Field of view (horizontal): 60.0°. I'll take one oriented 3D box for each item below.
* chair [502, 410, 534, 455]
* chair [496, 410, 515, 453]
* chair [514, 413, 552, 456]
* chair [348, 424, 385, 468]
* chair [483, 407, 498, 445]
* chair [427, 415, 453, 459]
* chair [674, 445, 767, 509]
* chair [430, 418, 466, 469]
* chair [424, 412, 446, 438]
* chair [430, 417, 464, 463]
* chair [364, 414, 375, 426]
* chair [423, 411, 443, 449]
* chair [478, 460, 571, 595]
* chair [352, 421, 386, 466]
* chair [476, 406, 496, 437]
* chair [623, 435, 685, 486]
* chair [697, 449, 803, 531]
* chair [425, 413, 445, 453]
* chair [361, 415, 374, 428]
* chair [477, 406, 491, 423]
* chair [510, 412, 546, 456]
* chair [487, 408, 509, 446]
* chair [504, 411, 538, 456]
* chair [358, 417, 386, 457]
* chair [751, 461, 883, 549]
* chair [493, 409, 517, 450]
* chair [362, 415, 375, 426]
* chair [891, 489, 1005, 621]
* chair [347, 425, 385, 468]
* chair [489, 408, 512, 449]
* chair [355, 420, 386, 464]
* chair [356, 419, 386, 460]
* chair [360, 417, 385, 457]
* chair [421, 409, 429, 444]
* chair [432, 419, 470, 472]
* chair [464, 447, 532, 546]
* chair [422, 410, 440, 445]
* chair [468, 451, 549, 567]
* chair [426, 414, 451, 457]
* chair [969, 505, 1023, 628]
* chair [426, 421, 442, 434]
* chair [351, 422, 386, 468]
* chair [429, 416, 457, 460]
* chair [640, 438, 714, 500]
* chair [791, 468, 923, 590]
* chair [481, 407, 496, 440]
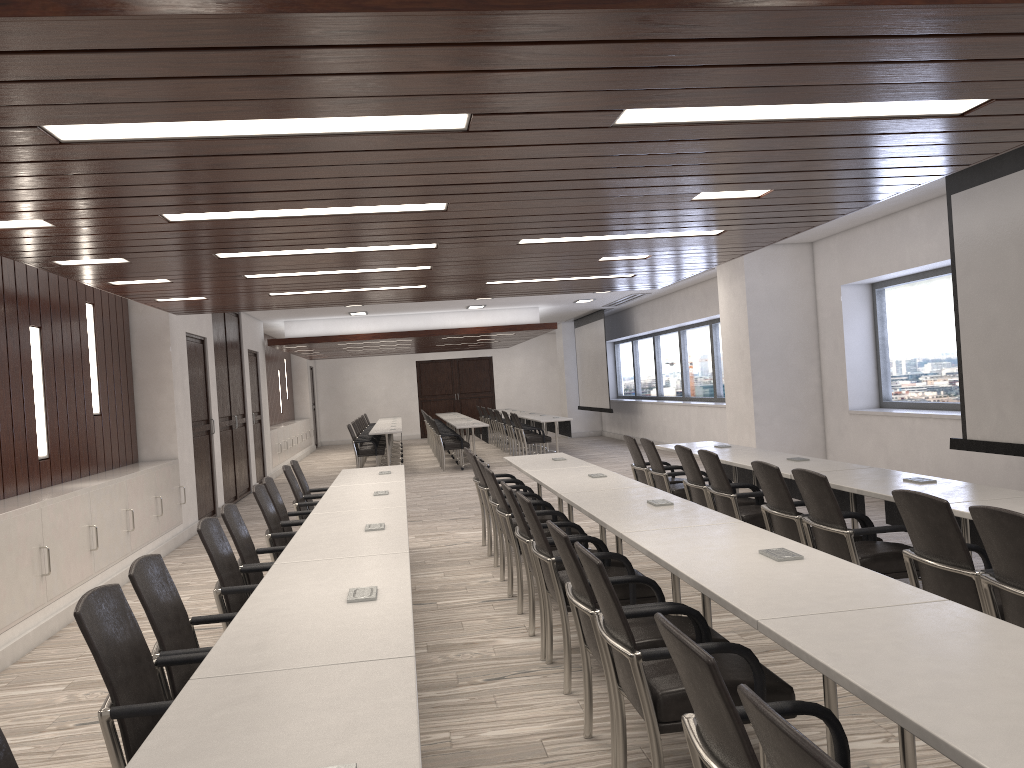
[{"bbox_3d":[0.138,0.990,18.204,0.638,0.939,0.513,-4,0,-8],"label":"chair"},{"bbox_3d":[-0.003,0.998,19.185,0.638,0.939,0.513,-4,0,-7],"label":"chair"},{"bbox_3d":[0.378,0.976,16.171,0.638,0.939,0.513,-4,0,-6],"label":"chair"},{"bbox_3d":[-2.664,1.179,16.307,0.638,0.939,0.513,-4,0,-8],"label":"chair"},{"bbox_3d":[-0.384,1.021,22.205,0.638,0.939,0.513,-4,0,-8],"label":"chair"},{"bbox_3d":[-1.480,1.097,19.001,0.638,0.939,0.513,-4,0,-7],"label":"chair"},{"bbox_3d":[1.591,0.903,6.671,0.638,0.939,0.513,-4,0,-7],"label":"chair"},{"bbox_3d":[-1.171,1.079,16.508,0.638,0.939,0.513,-4,0,-8],"label":"chair"},{"bbox_3d":[-1.731,1.112,21.034,0.638,0.939,0.513,-4,0,-7],"label":"chair"},{"bbox_3d":[-1.281,1.085,17.492,0.638,0.939,0.513,-4,0,-8],"label":"chair"},{"bbox_3d":[-3.549,1.232,23.337,0.638,0.939,0.513,-4,0,-7],"label":"chair"},{"bbox_3d":[-1.860,1.120,22.025,0.638,0.939,0.513,-4,0,-7],"label":"chair"},{"bbox_3d":[0.099,1.003,6.474,0.638,0.939,0.513,-4,0,-7],"label":"chair"},{"bbox_3d":[-2.854,1.190,17.832,0.638,0.939,0.513,-4,0,-7],"label":"chair"},{"bbox_3d":[-0.632,1.036,24.233,0.638,0.939,0.513,-4,0,-7],"label":"chair"},{"bbox_3d":[1.389,0.915,8.175,0.638,0.939,0.513,-4,0,-7],"label":"chair"},{"bbox_3d":[1.661,0.899,6.153,0.638,0.939,0.513,-4,0,-7],"label":"chair"},{"bbox_3d":[-1.675,1.109,20.513,0.638,0.939,0.513,-4,0,-7],"label":"chair"},{"bbox_3d":[-3.366,1.221,21.827,0.638,0.939,0.513,-4,0,-8],"label":"chair"},{"bbox_3d":[-0.576,1.032,23.715,0.638,0.939,0.513,-4,0,-6],"label":"chair"},{"bbox_3d":[0.313,0.979,16.690,0.638,0.939,0.513,-4,0,-8],"label":"chair"},{"bbox_3d":[-0.241,1.012,21.216,0.638,0.939,0.513,-4,0,-8],"label":"chair"},{"bbox_3d":[0.186,0.987,17.683,0.638,0.939,0.513,-4,0,-7],"label":"chair"},{"bbox_3d":[-3.180,1.210,20.316,0.638,0.939,0.513,-4,0,-7],"label":"chair"},{"bbox_3d":[1.773,0.893,5.158,0.638,0.939,0.513,-4,0,-7],"label":"chair"},{"bbox_3d":[-0.066,1.002,19.706,0.638,0.939,0.513,-4,0,-7],"label":"chair"},{"bbox_3d":[-3.432,1.225,22.349,0.638,0.939,0.513,-4,0,-7],"label":"chair"},{"bbox_3d":[1.968,0.881,3.649,0.638,0.939,0.513,-4,0,-8],"label":"chair"},{"bbox_3d":[-2.589,1.174,15.790,0.638,0.939,0.513,-4,0,-6],"label":"chair"},{"bbox_3d":[-0.182,1.009,20.694,0.638,0.939,0.513,-4,0,-7],"label":"chair"},{"bbox_3d":[-2.986,1.198,18.801,0.638,0.939,0.513,-4,0,-7],"label":"chair"},{"bbox_3d":[-3.044,1.202,19.317,0.638,0.939,0.513,-4,0,-7],"label":"chair"},{"bbox_3d":[-3.230,1.213,20.838,0.638,0.939,0.513,-4,0,-8],"label":"chair"},{"bbox_3d":[-2.121,1.135,24.046,0.638,0.939,0.513,-4,0,-8],"label":"chair"},{"bbox_3d":[-1.092,1.074,15.981,0.638,0.939,0.513,-4,0,-7],"label":"chair"},{"bbox_3d":[-0.084,1.014,7.993,0.638,0.939,0.513,-4,0,-8],"label":"chair"},{"bbox_3d":[-2.040,1.130,23.534,0.638,0.939,0.513,-4,0,-7],"label":"chair"},{"bbox_3d":[-0.020,1.010,7.470,0.638,0.939,0.513,-4,0,-8],"label":"chair"},{"bbox_3d":[-1.548,1.101,19.513,0.638,0.939,0.513,-4,0,-7],"label":"chair"},{"bbox_3d":[2.029,0.877,3.128,0.638,0.939,0.513,-4,0,-7],"label":"chair"},{"bbox_3d":[-1.918,1.123,22.541,0.638,0.939,0.513,-4,0,-7],"label":"chair"},{"bbox_3d":[-2.788,1.186,17.302,0.638,0.939,0.513,-4,0,-8],"label":"chair"},{"bbox_3d":[-1.345,1.089,18.008,0.638,0.939,0.513,-4,0,-7],"label":"chair"},{"bbox_3d":[1.471,0.910,7.660,0.638,0.939,0.513,-4,0,-7],"label":"chair"},{"bbox_3d":[1.852,0.888,4.639,0.638,0.939,0.513,-4,0,-7],"label":"chair"},{"bbox_3d":[-0.449,1.025,22.734,0.638,0.939,0.513,-4,0,-7],"label":"chair"}]
